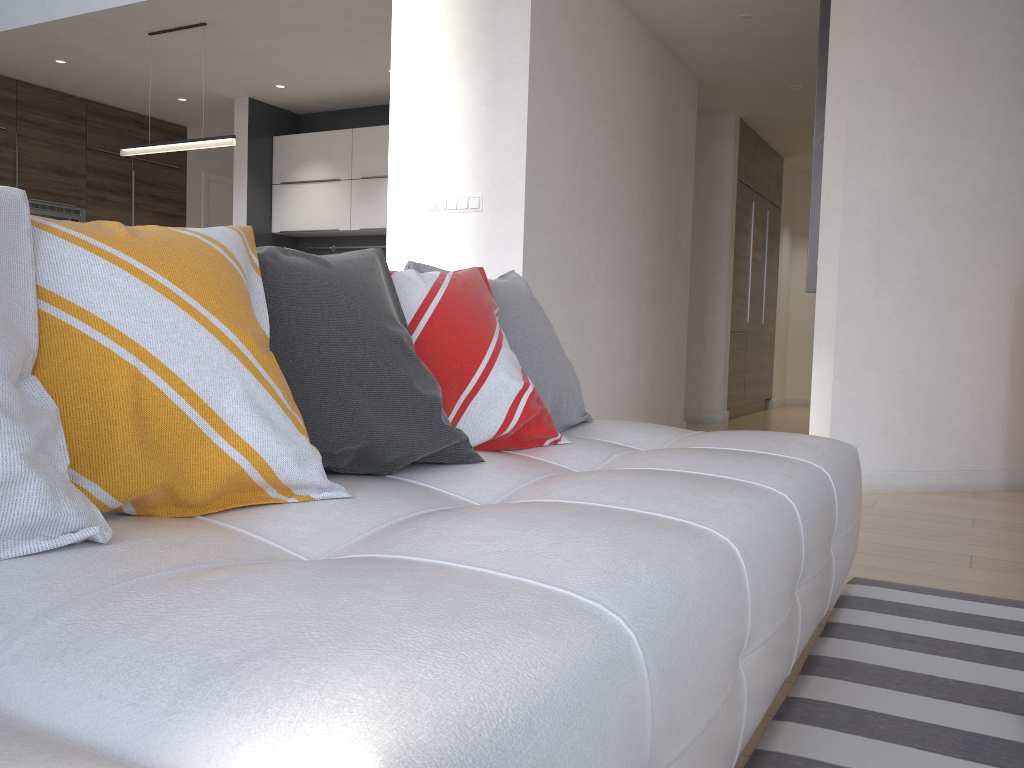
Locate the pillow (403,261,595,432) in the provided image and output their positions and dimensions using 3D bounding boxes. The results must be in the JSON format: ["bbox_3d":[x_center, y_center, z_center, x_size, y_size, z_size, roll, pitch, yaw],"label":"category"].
[{"bbox_3d":[-0.219,-0.034,1.080,0.647,0.453,2.953,3,3,16],"label":"pillow"}]

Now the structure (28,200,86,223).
[{"bbox_3d":[-3.888,-1.242,7.226,0.459,0.430,0.595,4,4,28],"label":"structure"}]

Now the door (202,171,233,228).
[{"bbox_3d":[-2.747,-0.976,8.923,0.085,2.136,0.974,4,4,28],"label":"door"}]

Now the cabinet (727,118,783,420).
[{"bbox_3d":[2.221,-0.958,8.077,0.054,2.496,1.806,4,4,28],"label":"cabinet"}]

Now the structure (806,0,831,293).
[{"bbox_3d":[3.613,-1.690,5.216,2.823,4.339,4.190,4,4,28],"label":"structure"}]

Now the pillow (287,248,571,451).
[{"bbox_3d":[-0.558,-0.019,1.151,0.575,0.449,2.250,3,4,25],"label":"pillow"}]

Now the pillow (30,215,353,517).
[{"bbox_3d":[-0.325,0.019,0.431,0.630,0.440,2.095,1,3,-15],"label":"pillow"}]

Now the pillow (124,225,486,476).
[{"bbox_3d":[-0.704,-0.033,0.857,0.608,0.436,2.120,3,3,24],"label":"pillow"}]

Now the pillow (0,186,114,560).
[{"bbox_3d":[-0.196,0.021,0.139,0.580,0.456,2.156,-1,4,-36],"label":"pillow"}]

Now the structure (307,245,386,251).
[{"bbox_3d":[-0.419,-1.078,6.888,3.000,0.045,0.050,4,4,28],"label":"structure"}]

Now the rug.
[{"bbox_3d":[1.169,0.640,1.152,1.662,0.016,2.326,4,4,28],"label":"rug"}]

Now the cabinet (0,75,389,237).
[{"bbox_3d":[-1.586,-0.976,6.185,4.694,2.501,2.402,4,4,28],"label":"cabinet"}]

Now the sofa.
[{"bbox_3d":[0.200,0.266,0.863,2.614,0.732,3.424,4,4,28],"label":"sofa"}]

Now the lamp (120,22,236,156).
[{"bbox_3d":[-2.090,-1.835,5.521,0.998,0.756,0.020,4,4,28],"label":"lamp"}]
